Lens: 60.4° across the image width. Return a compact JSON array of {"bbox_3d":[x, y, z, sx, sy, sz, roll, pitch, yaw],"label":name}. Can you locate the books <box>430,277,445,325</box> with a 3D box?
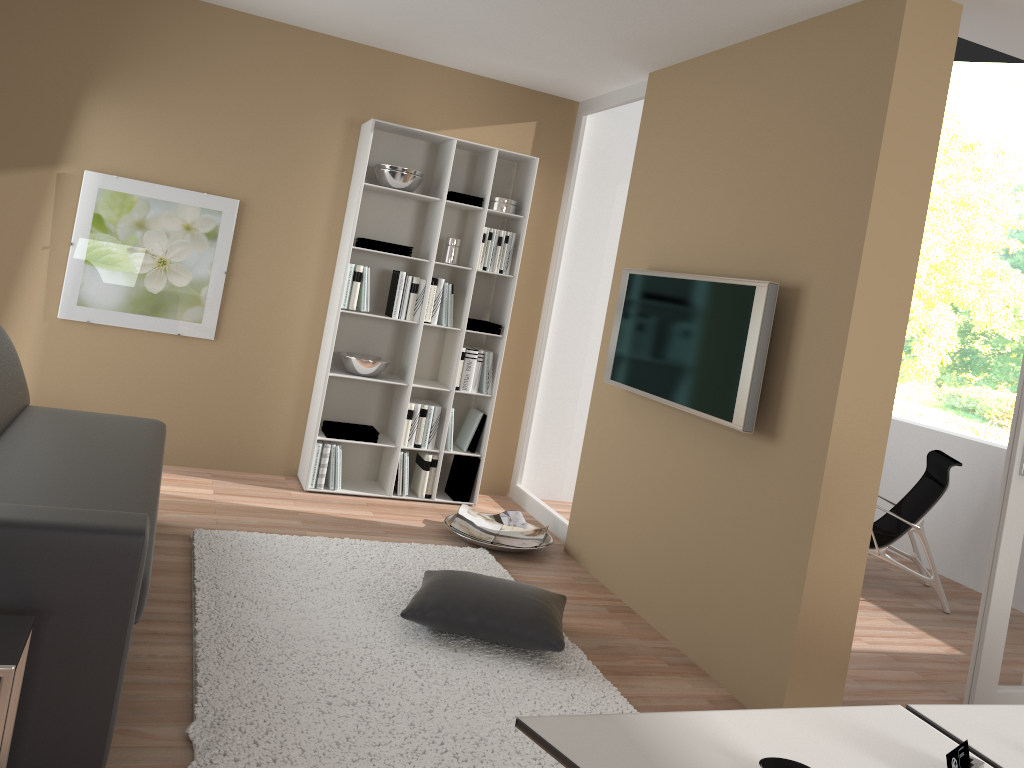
[{"bbox_3d":[-0.472,-0.505,5.312,0.040,0.276,0.209,10,2,-21],"label":"books"}]

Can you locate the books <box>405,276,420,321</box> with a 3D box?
[{"bbox_3d":[-0.611,-0.514,5.241,0.040,0.258,0.209,10,2,-21],"label":"books"}]

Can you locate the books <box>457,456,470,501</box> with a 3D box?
[{"bbox_3d":[-0.328,0.559,5.396,0.031,0.272,0.219,10,2,-21],"label":"books"}]

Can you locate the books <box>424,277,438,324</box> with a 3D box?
[{"bbox_3d":[-0.515,-0.509,5.294,0.053,0.272,0.209,10,2,-21],"label":"books"}]

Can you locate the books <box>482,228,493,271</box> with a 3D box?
[{"bbox_3d":[-0.177,-0.825,5.384,0.020,0.258,0.209,11,2,-21],"label":"books"}]

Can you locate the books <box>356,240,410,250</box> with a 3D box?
[{"bbox_3d":[-0.756,-0.819,5.195,0.295,0.008,0.213,8,7,-21],"label":"books"}]

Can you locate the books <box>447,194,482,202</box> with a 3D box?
[{"bbox_3d":[-0.332,-1.127,5.358,0.208,0.006,0.301,7,7,-25],"label":"books"}]

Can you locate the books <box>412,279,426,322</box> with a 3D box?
[{"bbox_3d":[-0.576,-0.506,5.262,0.040,0.252,0.209,10,2,-21],"label":"books"}]

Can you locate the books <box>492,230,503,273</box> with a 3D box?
[{"bbox_3d":[-0.116,-0.816,5.402,0.020,0.258,0.209,11,2,-21],"label":"books"}]

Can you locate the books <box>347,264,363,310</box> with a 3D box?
[{"bbox_3d":[-0.922,-0.567,5.120,0.040,0.258,0.209,10,2,-21],"label":"books"}]

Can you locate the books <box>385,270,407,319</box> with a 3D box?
[{"bbox_3d":[-0.689,-0.534,5.218,0.040,0.276,0.209,10,2,-21],"label":"books"}]

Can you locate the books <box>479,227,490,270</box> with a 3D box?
[{"bbox_3d":[-0.197,-0.828,5.379,0.020,0.258,0.209,11,2,-21],"label":"books"}]

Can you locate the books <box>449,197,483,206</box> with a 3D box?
[{"bbox_3d":[-0.335,-1.111,5.360,0.208,0.007,0.301,7,7,-28],"label":"books"}]

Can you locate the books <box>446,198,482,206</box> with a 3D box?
[{"bbox_3d":[-0.335,-1.105,5.358,0.208,0.006,0.301,7,7,-26],"label":"books"}]

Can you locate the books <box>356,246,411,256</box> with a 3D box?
[{"bbox_3d":[-0.761,-0.785,5.191,0.295,0.006,0.213,8,7,-21],"label":"books"}]

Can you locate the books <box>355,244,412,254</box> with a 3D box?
[{"bbox_3d":[-0.761,-0.797,5.190,0.295,0.007,0.213,8,7,-23],"label":"books"}]

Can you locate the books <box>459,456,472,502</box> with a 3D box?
[{"bbox_3d":[-0.313,0.560,5.403,0.032,0.274,0.221,10,2,-21],"label":"books"}]

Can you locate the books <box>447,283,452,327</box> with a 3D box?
[{"bbox_3d":[-0.402,-0.483,5.330,0.057,0.258,0.210,10,2,-21],"label":"books"}]

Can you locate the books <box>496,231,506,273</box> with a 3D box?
[{"bbox_3d":[-0.099,-0.814,5.416,0.020,0.258,0.209,11,2,-21],"label":"books"}]

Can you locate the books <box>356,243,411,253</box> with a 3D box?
[{"bbox_3d":[-0.757,-0.802,5.192,0.295,0.006,0.213,8,7,-21],"label":"books"}]

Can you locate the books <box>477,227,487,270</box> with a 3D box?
[{"bbox_3d":[-0.214,-0.829,5.365,0.020,0.258,0.209,11,2,-21],"label":"books"}]

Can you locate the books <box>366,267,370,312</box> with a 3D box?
[{"bbox_3d":[-0.860,-0.560,5.158,0.057,0.258,0.209,10,2,-21],"label":"books"}]

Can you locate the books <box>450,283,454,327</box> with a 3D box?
[{"bbox_3d":[-0.392,-0.486,5.351,0.057,0.258,0.209,10,2,-21],"label":"books"}]

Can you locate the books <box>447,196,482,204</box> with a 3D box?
[{"bbox_3d":[-0.332,-1.116,5.357,0.208,0.006,0.301,7,7,-26],"label":"books"}]

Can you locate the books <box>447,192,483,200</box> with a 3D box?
[{"bbox_3d":[-0.328,-1.142,5.355,0.208,0.007,0.301,7,7,-26],"label":"books"}]

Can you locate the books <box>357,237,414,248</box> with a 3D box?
[{"bbox_3d":[-0.749,-0.834,5.193,0.295,0.006,0.213,8,7,-21],"label":"books"}]

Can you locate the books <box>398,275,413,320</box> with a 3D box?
[{"bbox_3d":[-0.652,-0.520,5.232,0.040,0.258,0.209,10,2,-21],"label":"books"}]

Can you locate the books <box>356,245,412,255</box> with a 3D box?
[{"bbox_3d":[-0.760,-0.791,5.191,0.295,0.006,0.213,8,7,-21],"label":"books"}]

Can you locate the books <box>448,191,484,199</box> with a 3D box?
[{"bbox_3d":[-0.325,-1.147,5.355,0.208,0.006,0.301,7,7,-26],"label":"books"}]

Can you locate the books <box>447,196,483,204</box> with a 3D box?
[{"bbox_3d":[-0.331,-1.121,5.357,0.208,0.006,0.301,7,7,-26],"label":"books"}]

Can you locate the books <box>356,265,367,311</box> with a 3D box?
[{"bbox_3d":[-0.878,-0.561,5.140,0.059,0.260,0.210,10,2,-21],"label":"books"}]

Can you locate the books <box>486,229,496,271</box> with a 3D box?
[{"bbox_3d":[-0.158,-0.822,5.392,0.020,0.258,0.210,11,2,-21],"label":"books"}]

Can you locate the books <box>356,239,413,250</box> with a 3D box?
[{"bbox_3d":[-0.755,-0.824,5.195,0.295,0.008,0.213,8,7,-21],"label":"books"}]

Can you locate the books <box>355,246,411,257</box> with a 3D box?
[{"bbox_3d":[-0.763,-0.780,5.189,0.295,0.007,0.213,8,7,-21],"label":"books"}]

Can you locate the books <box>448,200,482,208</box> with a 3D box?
[{"bbox_3d":[-0.338,-1.094,5.358,0.208,0.007,0.301,7,7,-26],"label":"books"}]

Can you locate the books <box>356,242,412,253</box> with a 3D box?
[{"bbox_3d":[-0.756,-0.807,5.192,0.295,0.006,0.213,8,7,-21],"label":"books"}]

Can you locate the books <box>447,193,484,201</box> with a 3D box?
[{"bbox_3d":[-0.326,-1.137,5.360,0.208,0.008,0.301,7,7,-26],"label":"books"}]

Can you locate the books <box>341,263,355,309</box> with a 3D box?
[{"bbox_3d":[-0.968,-0.574,5.109,0.040,0.258,0.209,10,2,-21],"label":"books"}]

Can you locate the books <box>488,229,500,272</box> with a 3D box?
[{"bbox_3d":[-0.138,-0.819,5.400,0.020,0.258,0.209,11,2,-21],"label":"books"}]

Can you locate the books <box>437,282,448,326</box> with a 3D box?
[{"bbox_3d":[-0.428,-0.489,5.325,0.059,0.260,0.209,10,2,-21],"label":"books"}]

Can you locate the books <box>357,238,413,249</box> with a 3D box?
[{"bbox_3d":[-0.750,-0.828,5.191,0.295,0.007,0.213,8,7,-21],"label":"books"}]

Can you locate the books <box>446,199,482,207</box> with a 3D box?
[{"bbox_3d":[-0.336,-1.099,5.358,0.208,0.006,0.301,7,7,-26],"label":"books"}]

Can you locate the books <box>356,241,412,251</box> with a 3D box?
[{"bbox_3d":[-0.756,-0.813,5.190,0.295,0.006,0.213,8,7,-20],"label":"books"}]

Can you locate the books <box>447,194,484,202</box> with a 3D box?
[{"bbox_3d":[-0.327,-1.132,5.360,0.208,0.008,0.301,7,7,-26],"label":"books"}]
